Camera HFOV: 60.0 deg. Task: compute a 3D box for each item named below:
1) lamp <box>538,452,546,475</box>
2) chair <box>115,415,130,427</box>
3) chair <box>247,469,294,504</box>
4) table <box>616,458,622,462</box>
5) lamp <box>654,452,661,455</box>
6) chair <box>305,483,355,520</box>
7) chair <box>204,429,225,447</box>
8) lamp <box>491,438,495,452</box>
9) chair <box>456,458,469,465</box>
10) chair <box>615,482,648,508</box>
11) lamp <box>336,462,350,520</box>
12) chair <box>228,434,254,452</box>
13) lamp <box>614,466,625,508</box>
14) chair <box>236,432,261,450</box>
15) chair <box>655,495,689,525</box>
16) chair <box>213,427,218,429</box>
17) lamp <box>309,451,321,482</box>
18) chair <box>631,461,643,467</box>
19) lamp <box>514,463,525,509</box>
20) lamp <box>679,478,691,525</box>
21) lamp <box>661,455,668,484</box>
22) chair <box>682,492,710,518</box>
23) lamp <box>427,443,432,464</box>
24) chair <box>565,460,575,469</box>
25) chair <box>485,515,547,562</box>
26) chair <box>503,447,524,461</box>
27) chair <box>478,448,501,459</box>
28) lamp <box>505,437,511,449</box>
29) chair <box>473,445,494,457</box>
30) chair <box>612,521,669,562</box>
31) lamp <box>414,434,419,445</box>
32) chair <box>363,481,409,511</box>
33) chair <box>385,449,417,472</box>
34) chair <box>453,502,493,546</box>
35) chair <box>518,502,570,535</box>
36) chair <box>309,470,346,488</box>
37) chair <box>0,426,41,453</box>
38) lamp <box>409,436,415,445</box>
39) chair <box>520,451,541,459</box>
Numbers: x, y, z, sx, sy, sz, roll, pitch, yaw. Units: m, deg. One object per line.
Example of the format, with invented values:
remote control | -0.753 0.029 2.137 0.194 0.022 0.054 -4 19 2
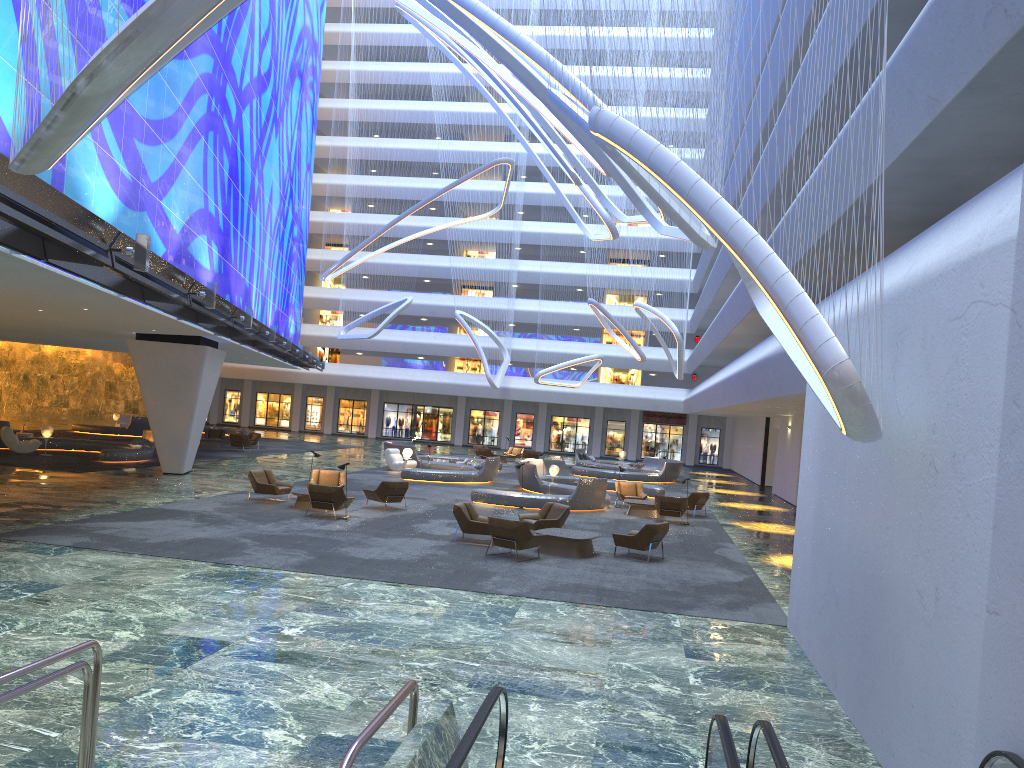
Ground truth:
lamp | 1.112 3.202 33.458 0.383 1.300 0.202 5 0 26
chair | -20.540 2.091 46.962 0.730 0.882 1.156 5 -1 -37
chair | -6.099 2.569 22.283 0.938 0.767 0.930 4 -1 17
table | 5.880 4.355 48.229 0.418 0.595 0.427 5 0 -37
lamp | 7.196 3.996 43.938 0.384 1.300 0.202 5 0 8
chair | -4.181 2.660 20.216 0.929 0.767 0.939 4 -1 15
chair | -13.904 2.513 41.421 0.930 0.767 0.938 5 -1 -18
lamp | -0.964 3.357 44.274 0.202 1.300 0.383 4 0 -29
chair | -2.681 3.459 38.721 1.786 0.501 0.585 5 -1 -27
chair | 3.713 3.514 27.872 0.930 0.767 0.938 5 -1 -8
lamp | -3.833 2.415 20.109 0.383 1.300 0.202 5 0 26
chair | -12.013 2.597 39.161 0.929 0.767 0.939 4 -1 7
lamp | 3.362 3.211 27.697 0.201 1.300 0.384 5 0 25
chair | -12.218 2.638 41.115 0.940 0.767 0.928 5 -1 -43
chair | 4.414 3.473 24.595 0.929 0.767 0.939 4 -1 15
chair | -16.804 2.661 49.754 0.586 0.501 0.491 4 -1 25
lamp | -5.233 2.398 23.319 0.201 1.300 0.384 5 0 25
chair | 6.663 4.264 45.284 0.937 0.767 0.931 4 -1 42
lamp | 0.210 2.888 25.257 0.383 1.300 0.202 5 0 26
lamp | 4.762 3.228 24.487 0.383 1.300 0.202 5 0 26
lamp | 6.871 3.851 39.893 0.202 1.300 0.383 4 0 -32
chair | 5.426 3.623 26.920 0.937 0.767 0.931 4 -1 42
lamp | -3.154 2.864 33.474 0.202 1.300 0.384 4 0 -16
chair | 2.900 4.076 44.576 0.586 0.501 0.491 4 -1 43
chair | 0.039 2.892 16.695 0.928 0.767 0.940 4 -1 36
chair | 0.116 3.812 47.635 0.928 0.767 0.940 4 -1 27
chair | -1.192 3.617 44.551 0.940 0.767 0.928 5 -1 -40
lamp | -0.266 3.514 47.707 0.384 1.300 0.201 4 0 -30
chair | -1.572 3.669 47.349 0.930 0.767 0.937 5 -1 -38
chair | 2.601 3.130 17.866 0.937 0.767 0.931 4 -1 33
lamp | -4.517 2.983 41.189 0.202 1.300 0.383 4 0 -37
chair | -3.169 2.809 22.541 0.937 0.767 0.931 4 -1 42
chair | -4.378 3.020 34.891 1.156 0.882 0.730 4 -1 28
chair | -0.719 2.877 18.235 0.938 0.767 0.930 4 -1 11
chair | 0.723 3.031 19.564 0.940 0.767 0.928 5 -1 -30
chair | -4.882 2.701 23.493 0.930 0.767 0.938 5 -1 -8
chair | -16.627 1.900 29.974 1.158 0.882 0.728 5 -1 -37
lamp | -4.438 2.918 38.776 0.384 1.300 0.202 5 0 2
chair | 0.970 3.828 45.868 0.930 0.767 0.938 5 -1 -13
